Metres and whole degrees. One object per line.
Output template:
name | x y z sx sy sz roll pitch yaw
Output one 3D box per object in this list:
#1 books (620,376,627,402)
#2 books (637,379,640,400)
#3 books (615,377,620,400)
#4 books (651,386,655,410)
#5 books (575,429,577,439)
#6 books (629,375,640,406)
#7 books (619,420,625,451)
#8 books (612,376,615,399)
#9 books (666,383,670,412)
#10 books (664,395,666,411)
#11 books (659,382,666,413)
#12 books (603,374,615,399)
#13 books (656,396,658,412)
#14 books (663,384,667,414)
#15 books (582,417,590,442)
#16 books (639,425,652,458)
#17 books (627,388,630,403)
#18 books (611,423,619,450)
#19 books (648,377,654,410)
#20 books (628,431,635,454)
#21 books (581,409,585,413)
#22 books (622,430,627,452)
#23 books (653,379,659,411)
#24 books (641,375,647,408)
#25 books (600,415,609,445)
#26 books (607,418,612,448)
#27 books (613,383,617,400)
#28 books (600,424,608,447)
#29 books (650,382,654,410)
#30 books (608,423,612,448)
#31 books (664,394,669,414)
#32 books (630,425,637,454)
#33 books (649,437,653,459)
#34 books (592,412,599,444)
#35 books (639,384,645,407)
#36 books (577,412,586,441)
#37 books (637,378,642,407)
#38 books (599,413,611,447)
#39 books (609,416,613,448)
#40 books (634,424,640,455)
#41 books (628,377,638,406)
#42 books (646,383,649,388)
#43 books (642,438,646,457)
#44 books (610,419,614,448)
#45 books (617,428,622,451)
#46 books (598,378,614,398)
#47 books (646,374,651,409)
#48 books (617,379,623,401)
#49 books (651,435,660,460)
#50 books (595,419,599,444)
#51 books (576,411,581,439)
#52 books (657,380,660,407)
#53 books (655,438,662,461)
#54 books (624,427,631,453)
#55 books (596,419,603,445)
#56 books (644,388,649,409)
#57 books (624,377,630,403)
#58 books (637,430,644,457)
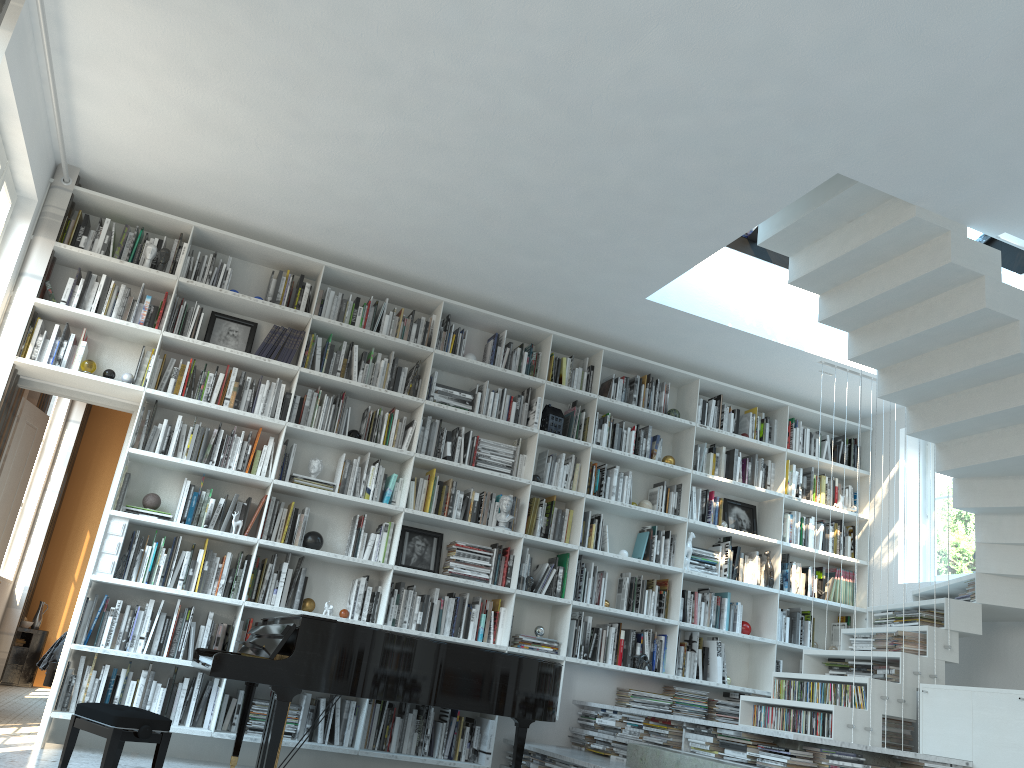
books | 0.808 0.082 6.732 0.030 0.254 0.161 15 -19 -19
books | 0.923 0.100 6.792 0.017 0.294 0.139 15 -19 -19
books | 0.757 0.076 6.697 0.013 0.228 0.174 15 -20 -19
books | 1.045 0.149 6.815 0.024 0.251 0.150 15 -19 -19
books | 0.437 0.358 6.500 0.013 0.210 0.140 15 -19 -19
books | 0.908 0.093 6.774 0.024 0.291 0.168 15 -19 -19
books | 0.790 0.424 6.642 0.013 0.283 0.155 15 -19 -19
books | 0.723 0.064 6.701 0.011 0.243 0.173 15 -20 -19
books | 1.163 0.153 6.854 0.006 0.305 0.164 15 -19 -19
books | 1.130 0.191 6.838 0.018 0.213 0.158 15 -20 -19
books | 1.117 0.145 6.837 0.013 0.296 0.189 15 -19 -19
books | 0.717 0.059 6.690 0.009 0.243 0.173 15 -20 -19
books | 1.086 0.139 6.838 0.019 0.298 0.137 15 -19 -19
books | 1.128 0.154 6.832 0.008 0.277 0.181 15 -19 -19
books | 0.503 0.366 6.499 0.008 0.213 0.224 15 -20 -19
books | 0.984 0.468 6.683 0.029 0.284 0.184 15 -19 -19
books | 0.844 0.131 6.756 0.031 0.190 0.132 15 -20 -19
books | 0.738 0.424 6.599 0.027 0.240 0.160 15 -19 -19
books | 1.015 0.110 6.787 0.015 0.298 0.183 15 -19 -19
books | 0.854 0.469 6.626 0.021 0.208 0.181 15 -20 -19
books | 0.490 0.336 6.540 0.005 0.291 0.131 15 -19 -19
books | 0.803 0.460 6.636 0.025 0.215 0.144 15 -19 -19
books | 1.067 0.126 6.820 0.008 0.306 0.183 15 -19 -19
books | 0.970 0.098 6.791 0.006 0.311 0.179 15 -19 -19
books | 0.659 0.385 6.585 0.011 0.282 0.173 15 -19 -19
books | 0.683 0.396 6.585 0.010 0.267 0.166 15 -19 -19
books | 0.739 0.098 6.698 0.009 0.182 0.160 15 -20 -19
books | 0.643 0.411 6.553 0.026 0.207 0.181 15 -20 -19
books | 1.032 0.135 6.814 0.008 0.274 0.163 15 -19 -19
books | 0.687 0.417 6.592 0.012 0.235 0.166 15 -20 -19
books | 1.147 0.196 6.834 0.014 0.208 0.188 15 -20 -19
books | 0.878 0.454 6.657 0.012 0.263 0.156 15 -19 -19
books | 1.000 0.513 6.694 0.030 0.212 0.157 15 -20 -19
books | 0.583 0.360 6.552 0.012 0.284 0.160 15 -19 -19
books | 0.955 0.131 6.770 0.018 0.230 0.160 15 -20 -19
books | 0.477 0.342 6.495 0.013 0.247 0.186 15 -20 -19
books | 0.940 0.107 6.791 0.007 0.284 0.160 15 -19 -19
books | 0.675 0.375 6.588 0.014 0.305 0.153 15 -19 -19
books | 0.702 0.394 6.611 0.021 0.295 0.139 15 -19 -19
books | 0.902 0.455 6.682 0.012 0.284 0.160 15 -19 -19
books | 0.891 0.096 6.739 0.028 0.257 0.185 15 -20 -19
books | 0.988 0.132 6.789 0.008 0.250 0.170 15 -19 -19
books | 0.946 0.513 6.669 0.027 0.181 0.176 15 -20 -19
books | 0.714 0.409 6.619 0.013 0.275 0.133 15 -19 -19
books | 0.766 0.448 6.629 0.028 0.222 0.142 15 -19 -19
books | 0.692 0.069 6.669 0.046 0.205 0.183 15 -20 -19
books | 1.001 0.097 6.803 0.007 0.328 0.184 15 -19 -19
books | 0.779 0.089 6.719 0.028 0.225 0.164 15 -20 -19
books | 1.045 0.510 6.701 0.054 0.234 0.172 15 -20 -19
books | 0.595 0.391 6.565 0.012 0.239 0.139 15 -19 -19
books | 0.452 0.337 6.501 0.005 0.254 0.159 15 -19 -19
books | 1.093 0.136 6.861 0.008 0.320 0.134 15 -19 -19
books | 1.061 0.527 6.713 0.048 0.216 0.182 15 -20 -19
books | 0.831 0.454 6.636 0.023 0.236 0.149 15 -19 -19
books | 0.615 0.393 6.566 0.026 0.242 0.148 15 -19 -19
books | 0.979 0.149 6.763 0.018 0.200 0.189 15 -20 -19
books | 0.831 0.089 6.742 0.021 0.255 0.169 15 -19 -19
books | 0.925 0.478 6.665 0.030 0.237 0.186 15 -20 -19
